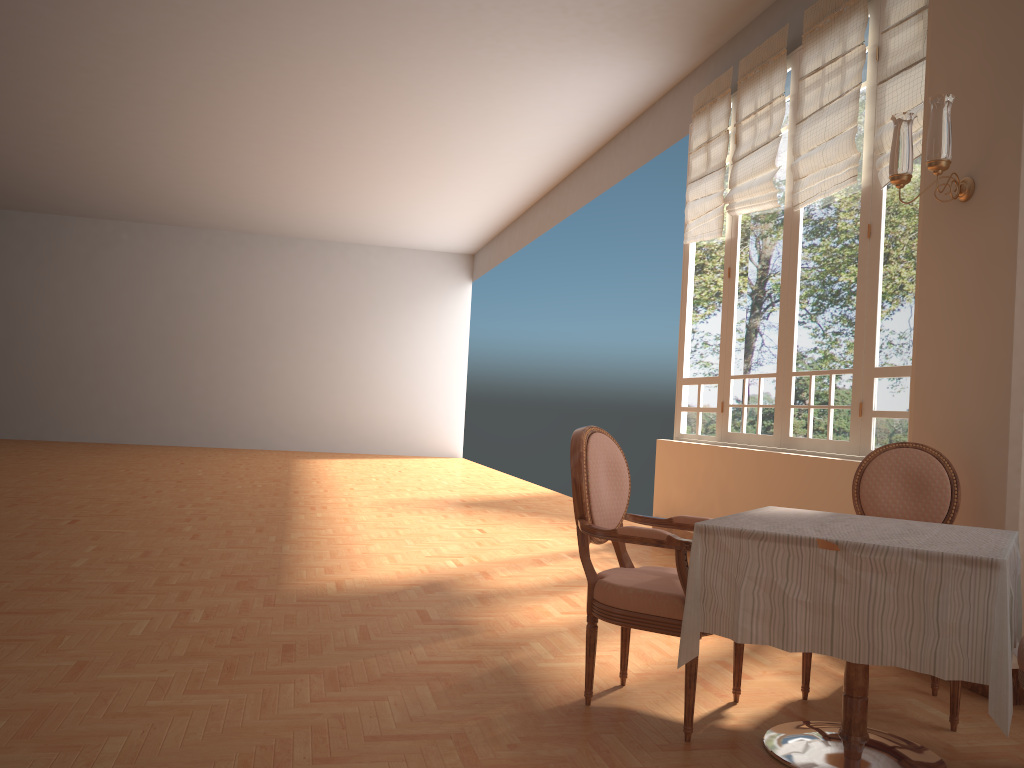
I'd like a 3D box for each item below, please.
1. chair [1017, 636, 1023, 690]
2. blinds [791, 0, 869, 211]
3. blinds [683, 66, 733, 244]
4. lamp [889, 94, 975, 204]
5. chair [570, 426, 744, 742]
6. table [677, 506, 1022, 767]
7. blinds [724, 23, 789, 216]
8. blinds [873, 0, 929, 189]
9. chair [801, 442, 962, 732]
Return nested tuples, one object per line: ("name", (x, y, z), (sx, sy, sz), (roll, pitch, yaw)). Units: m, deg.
("chair", (1.648, 0.662, 2.286), (0.593, 0.931, 0.521), (2, -1, 31))
("blinds", (1.904, -1.763, 5.364), (0.054, 1.301, 0.689), (3, -1, -13))
("blinds", (1.530, -1.738, 6.965), (0.038, 1.292, 0.689), (3, -1, -13))
("lamp", (1.689, -0.909, 3.517), (0.274, 0.362, 0.320), (3, -1, -13))
("chair", (0.477, 0.620, 3.015), (0.593, 0.931, 0.521), (2, -1, 31))
("table", (1.031, 0.766, 2.640), (0.829, 0.677, 0.831), (2, -2, 32))
("blinds", (1.701, -1.781, 6.195), (0.085, 1.235, 0.699), (3, -1, -13))
("blinds", (2.111, -1.739, 4.535), (0.072, 1.376, 0.699), (3, -1, -13))
("chair", (1.393, 0.677, 3.242), (0.521, 0.931, 0.593), (2, -1, 31))
